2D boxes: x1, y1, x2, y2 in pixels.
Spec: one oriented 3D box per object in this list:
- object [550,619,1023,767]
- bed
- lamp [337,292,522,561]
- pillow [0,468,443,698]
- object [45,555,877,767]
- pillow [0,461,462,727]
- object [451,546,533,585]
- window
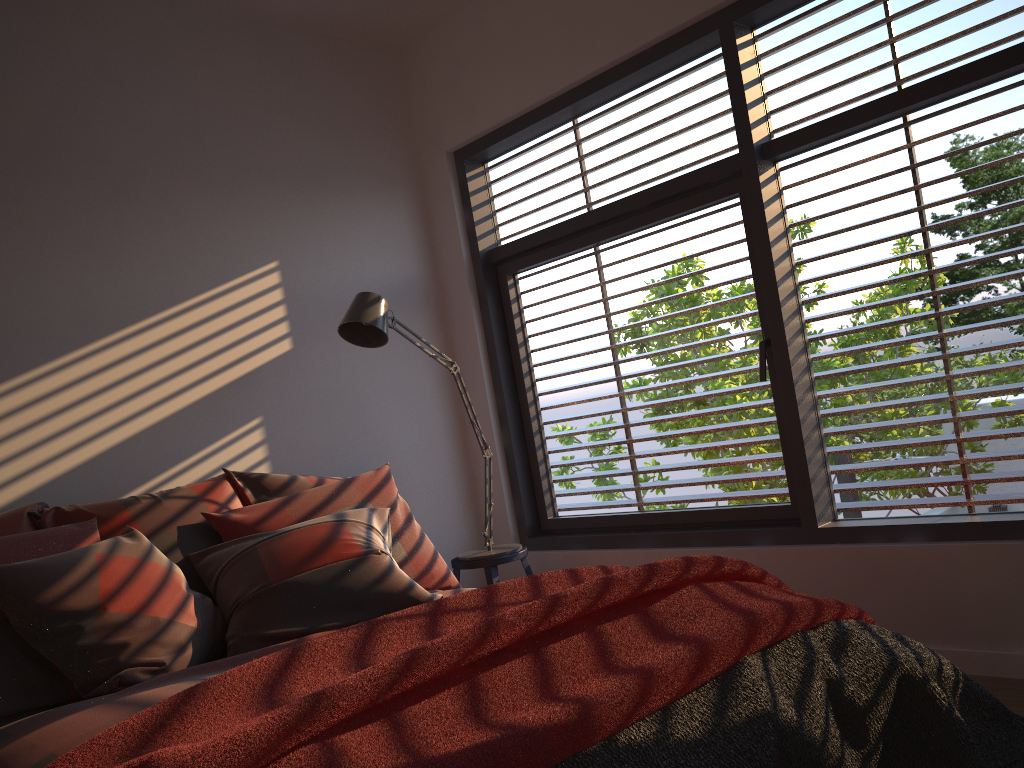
[{"bbox_3d":[0.131,0.795,1.746,2.495,0.567,1.127,-7,-3,-44],"label":"object"},{"bbox_3d":[-0.444,0.821,2.320,2.028,0.769,2.325,-7,-3,-44],"label":"bed"},{"bbox_3d":[-0.342,0.195,3.622,0.280,1.127,0.785,-10,0,38],"label":"lamp"},{"bbox_3d":[-0.906,0.630,2.764,1.150,0.733,2.133,-11,-3,44],"label":"pillow"},{"bbox_3d":[0.002,0.790,1.823,2.634,0.660,0.686,-7,-2,-43],"label":"object"},{"bbox_3d":[-0.991,0.615,2.733,1.807,0.551,0.530,-7,-2,-43],"label":"pillow"},{"bbox_3d":[-0.061,0.972,3.828,0.343,0.480,0.337,-10,-1,44],"label":"object"},{"bbox_3d":[0.846,-0.361,3.357,0.169,1.940,2.650,-10,-1,-44],"label":"window"}]
